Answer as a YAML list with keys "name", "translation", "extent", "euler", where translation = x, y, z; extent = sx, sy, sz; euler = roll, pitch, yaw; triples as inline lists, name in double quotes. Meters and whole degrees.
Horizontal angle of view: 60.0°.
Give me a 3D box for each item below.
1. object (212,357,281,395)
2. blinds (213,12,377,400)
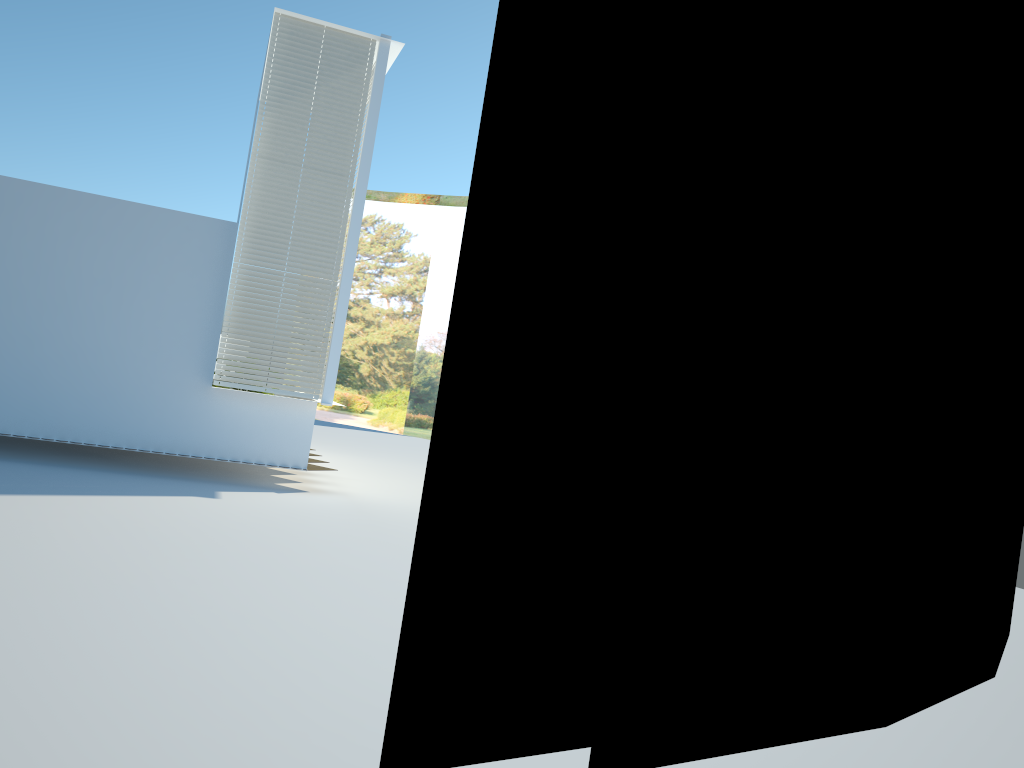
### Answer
- name: "object"
  translation: [-3.851, 0.198, 12.655]
  extent: [1.024, 1.199, 1.122]
  euler: [10, -2, -40]
- name: "blinds"
  translation: [-2.392, -1.962, 11.806]
  extent: [1.219, 4.268, 3.916]
  euler: [9, -2, 0]
